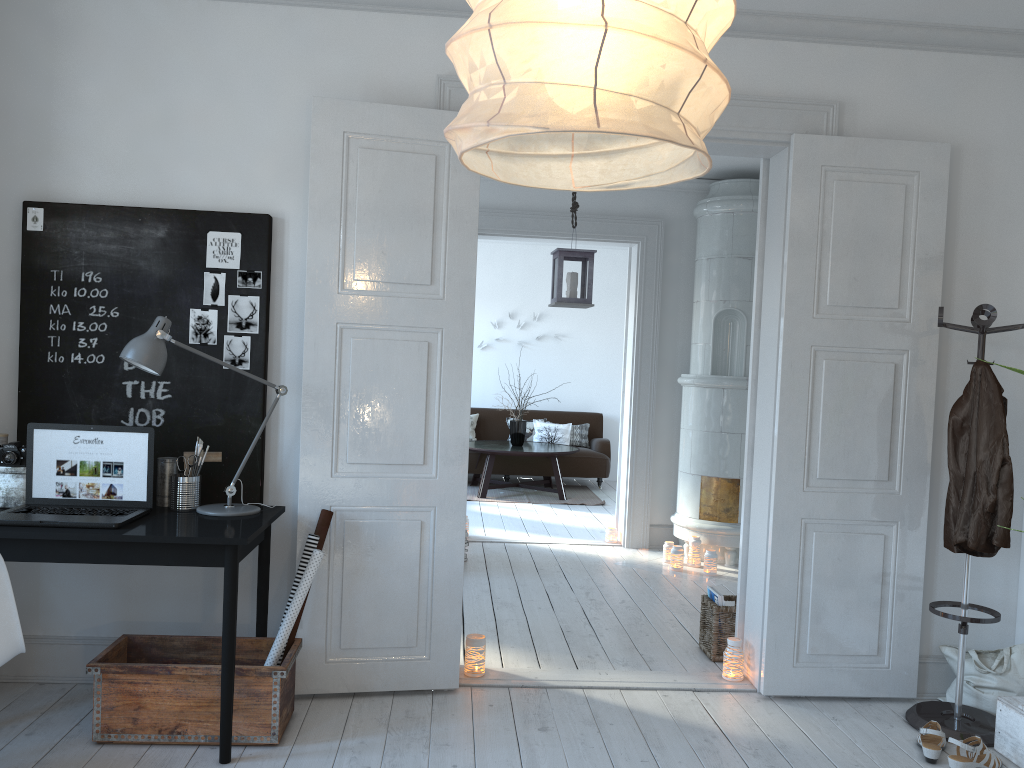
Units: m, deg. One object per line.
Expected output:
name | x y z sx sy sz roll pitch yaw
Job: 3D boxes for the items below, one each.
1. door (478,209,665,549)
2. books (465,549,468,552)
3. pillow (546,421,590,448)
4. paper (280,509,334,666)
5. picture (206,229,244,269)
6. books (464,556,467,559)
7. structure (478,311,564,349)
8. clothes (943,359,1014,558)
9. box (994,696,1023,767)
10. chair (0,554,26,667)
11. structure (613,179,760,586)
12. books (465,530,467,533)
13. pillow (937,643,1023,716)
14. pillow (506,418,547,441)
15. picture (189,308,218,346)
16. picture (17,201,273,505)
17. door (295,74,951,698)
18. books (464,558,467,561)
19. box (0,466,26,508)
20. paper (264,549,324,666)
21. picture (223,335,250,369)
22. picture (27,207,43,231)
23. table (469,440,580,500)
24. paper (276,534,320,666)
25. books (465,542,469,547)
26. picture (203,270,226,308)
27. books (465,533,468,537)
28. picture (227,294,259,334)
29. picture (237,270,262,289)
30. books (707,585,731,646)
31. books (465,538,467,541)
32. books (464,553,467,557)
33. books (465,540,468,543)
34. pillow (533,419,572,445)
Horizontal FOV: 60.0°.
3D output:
door | 0.255 -0.029 6.817 2.599 2.507 0.577 2 2 -4
books | -0.416 1.136 6.075 0.186 0.017 0.132 3 1 33
pillow | 0.651 0.591 10.361 0.542 0.288 0.182 2 2 -3
paper | -0.813 0.855 3.353 0.048 0.747 0.297 4 3 41
picture | -1.139 -0.535 3.509 0.147 0.154 0.004 2 2 -4
books | -0.419 1.181 6.080 0.176 0.016 0.128 3 1 37
structure | 0.107 -0.631 10.632 1.025 0.478 0.085 2 2 -4
clothes | 1.796 0.290 3.398 0.237 0.771 0.211 4 2 29
box | 1.993 1.268 2.999 0.376 0.218 0.641 2 1 -4
chair | -1.640 0.816 2.495 0.474 0.824 0.553 1 2 -39
structure | 1.474 -0.045 6.354 0.800 2.829 1.248 4 3 41
books | -0.409 0.996 6.068 0.132 0.017 0.186 2 1 -31
pillow | 1.993 1.206 3.695 0.317 0.314 0.272 2 2 -3
pillow | 0.162 0.567 10.290 0.473 0.348 0.158 2 2 -6
picture | -1.224 -0.226 3.516 0.107 0.150 0.001 2 2 -4
picture | -1.463 -0.111 3.535 0.953 1.173 0.063 2 2 -4
door | 0.458 0.042 3.811 2.599 2.507 0.577 2 2 -4
books | -0.415 1.198 6.083 0.178 0.016 0.128 3 1 34
box | -1.874 0.367 3.275 0.317 0.152 0.193 2 2 -4
paper | -0.834 0.916 3.225 0.283 0.627 0.041 2 2 -26
picture | -1.095 -0.128 3.529 0.103 0.136 0.001 2 2 -4
picture | -1.859 -0.643 3.457 0.061 0.088 0.004 2 2 -7
table | 0.060 0.909 9.438 1.300 0.503 1.299 2 1 -14
paper | -0.837 0.898 3.283 0.043 0.669 0.266 4 3 41
books | -0.410 1.093 6.070 0.193 0.022 0.128 3 1 29
picture | -1.179 -0.376 3.514 0.083 0.146 0.002 2 2 -4
books | -0.403 1.018 6.066 0.128 0.026 0.200 2 1 -32
picture | -1.067 -0.280 3.524 0.121 0.153 0.002 2 2 -4
picture | -1.042 -0.417 3.521 0.095 0.071 0.001 2 2 -4
books | 1.059 1.146 4.287 0.201 0.300 0.179 2 2 -4
books | -0.413 1.055 6.075 0.128 0.016 0.176 2 1 -37
books | -0.418 1.165 6.077 0.180 0.016 0.128 4 2 41
books | -0.410 1.073 6.078 0.178 0.016 0.128 3 2 39
pillow | 0.459 0.572 10.235 0.471 0.309 0.188 2 2 -3
